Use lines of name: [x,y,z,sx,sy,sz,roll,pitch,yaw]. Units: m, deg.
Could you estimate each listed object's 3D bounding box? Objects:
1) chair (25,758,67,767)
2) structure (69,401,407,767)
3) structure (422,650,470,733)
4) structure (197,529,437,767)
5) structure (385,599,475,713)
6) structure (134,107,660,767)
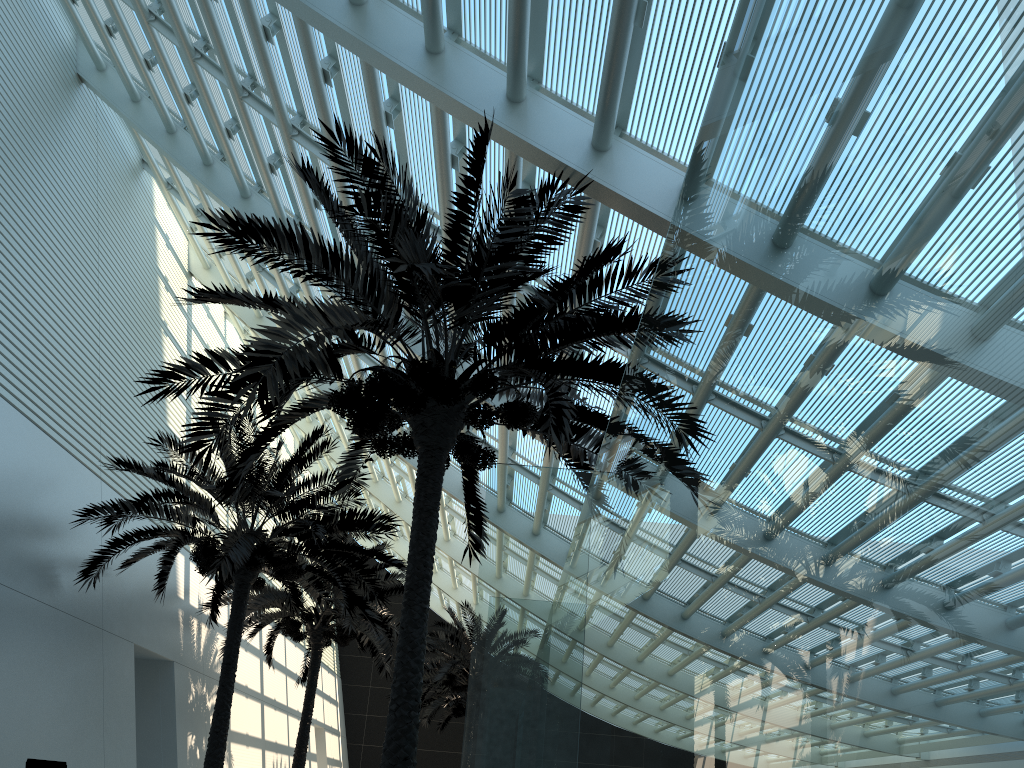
chair: [-4.220,4.800,9.571,2.036,1.086,0.981,5,-21,0]
structure: [-4.098,3.566,13.065,4.703,6.410,4.491,13,-21,-20]
structure: [-1.430,13.751,33.936,4.515,6.584,5.049,12,-22,-20]
structure: [-4.442,6.306,18.873,4.340,6.467,4.866,-8,-24,32]
structure: [-1.264,9.971,26.066,4.834,6.585,4.712,7,-20,-6]
structure: [-0.808,1.089,7.567,4.830,6.585,4.715,-2,-21,18]
